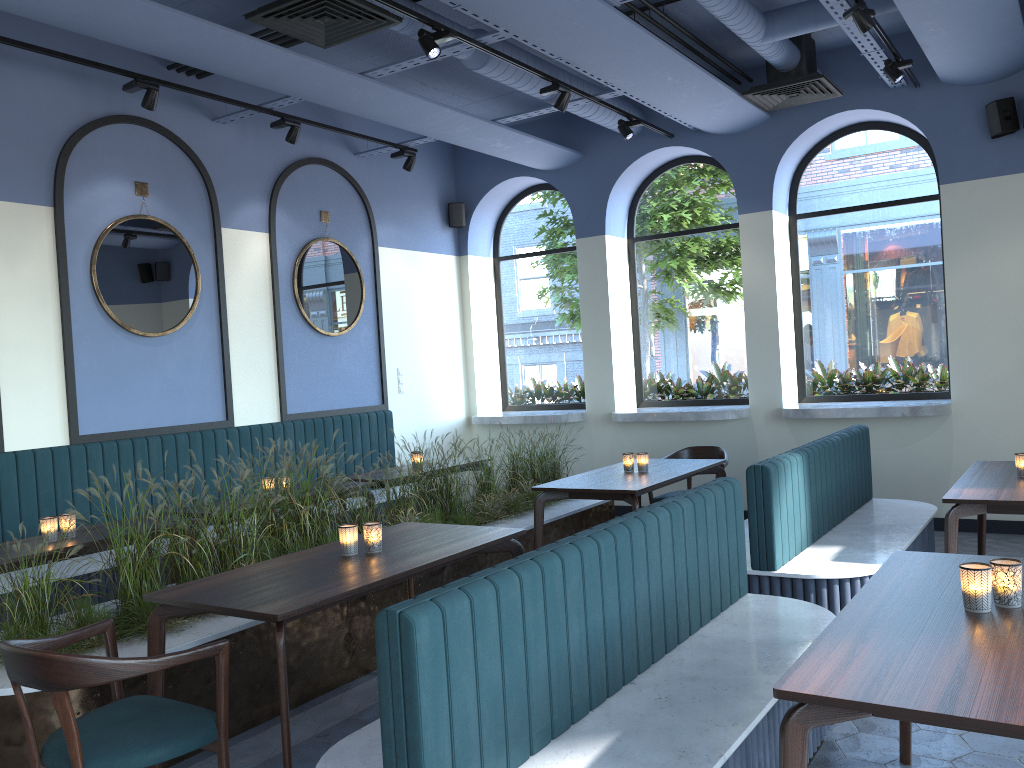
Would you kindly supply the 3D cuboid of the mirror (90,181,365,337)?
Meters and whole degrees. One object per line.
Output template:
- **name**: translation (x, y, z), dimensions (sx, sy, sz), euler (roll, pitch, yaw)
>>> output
- **mirror**: translation (-2.542, -0.876, 6.254), dimensions (0.026, 1.089, 4.357), euler (-3, 1, 33)

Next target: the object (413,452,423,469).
- **object**: translation (-0.711, 0.581, 6.721), dimensions (0.078, 0.120, 0.078), euler (-3, 1, 16)

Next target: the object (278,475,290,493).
- **object**: translation (-1.447, 0.645, 5.639), dimensions (0.078, 0.120, 0.078), euler (-3, 1, 16)

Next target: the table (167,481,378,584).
- **table**: translation (-1.457, 1.084, 5.627), dimensions (0.548, 0.755, 1.332), euler (-3, 1, 33)

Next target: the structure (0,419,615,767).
- **structure**: translation (-0.770, 0.824, 5.195), dimensions (1.143, 1.207, 4.878), euler (-3, 1, 35)

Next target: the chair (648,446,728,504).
- **chair**: translation (1.356, 0.880, 6.565), dimensions (0.618, 0.793, 0.525), euler (-3, 1, 33)

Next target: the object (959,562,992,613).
- **object**: translation (1.239, 0.544, 2.366), dimensions (0.078, 0.120, 0.078), euler (-3, 1, 16)

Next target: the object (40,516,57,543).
- **object**: translation (-2.290, 0.719, 4.388), dimensions (0.078, 0.120, 0.078), euler (-4, 1, -40)

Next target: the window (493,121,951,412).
- **window**: translation (2.520, -0.918, 2.876), dimensions (3.897, 2.394, 14.212), euler (-4, 1, -6)

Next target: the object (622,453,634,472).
- **object**: translation (0.758, 0.510, 5.764), dimensions (0.078, 0.120, 0.078), euler (-4, 1, -40)

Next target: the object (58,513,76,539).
- **object**: translation (-2.241, 0.715, 4.473), dimensions (0.078, 0.120, 0.078), euler (-4, 1, -40)

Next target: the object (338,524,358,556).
- **object**: translation (-0.665, 0.636, 3.614), dimensions (0.078, 0.120, 0.078), euler (-3, 1, 16)

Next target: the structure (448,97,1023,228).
- **structure**: translation (-1.039, -1.602, 2.612), dimensions (7.261, 0.268, 13.143), euler (-3, 1, 16)

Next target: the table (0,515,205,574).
- **table**: translation (-2.209, 1.151, 4.473), dimensions (0.548, 0.755, 1.285), euler (-3, 1, 33)

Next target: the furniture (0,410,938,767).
- **furniture**: translation (-0.484, 0.839, 5.009), dimensions (4.703, 1.150, 4.800), euler (-3, 1, 33)

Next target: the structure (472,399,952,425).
- **structure**: translation (2.377, 0.320, 2.858), dimensions (4.315, 0.080, 14.155), euler (-4, 1, -6)

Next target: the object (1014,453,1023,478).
- **object**: translation (2.637, 0.419, 4.570), dimensions (0.078, 0.120, 0.078), euler (-4, 1, -40)

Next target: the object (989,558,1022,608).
- **object**: translation (1.334, 0.538, 2.391), dimensions (0.078, 0.120, 0.078), euler (-3, 1, 16)

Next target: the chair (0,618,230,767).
- **chair**: translation (-1.194, 1.106, 2.655), dimensions (0.618, 0.793, 0.525), euler (-3, 1, 33)

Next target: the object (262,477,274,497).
- **object**: translation (-1.541, 0.652, 5.614), dimensions (0.078, 0.120, 0.078), euler (-3, 1, 16)

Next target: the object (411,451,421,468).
- **object**: translation (-0.736, 0.581, 6.816), dimensions (0.078, 0.120, 0.078), euler (-3, 1, 16)

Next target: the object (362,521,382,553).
- **object**: translation (-0.570, 0.629, 3.639), dimensions (0.078, 0.120, 0.078), euler (-3, 1, 16)

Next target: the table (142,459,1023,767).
- **table**: translation (0.313, 1.051, 1.620), dimensions (3.997, 0.755, 9.778), euler (-3, 1, 17)

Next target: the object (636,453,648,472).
- **object**: translation (0.842, 0.506, 5.715), dimensions (0.078, 0.120, 0.078), euler (-4, 1, -40)

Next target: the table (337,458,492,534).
- **table**: translation (-0.693, 1.016, 6.797), dimensions (0.548, 0.755, 1.332), euler (-3, 1, 33)
